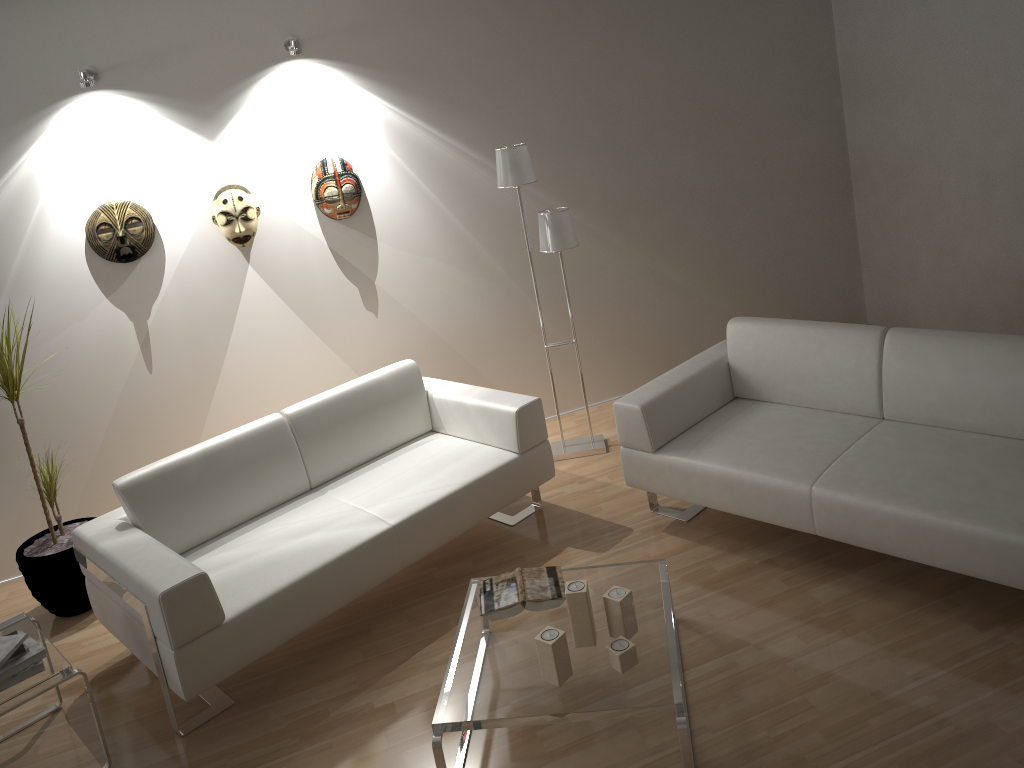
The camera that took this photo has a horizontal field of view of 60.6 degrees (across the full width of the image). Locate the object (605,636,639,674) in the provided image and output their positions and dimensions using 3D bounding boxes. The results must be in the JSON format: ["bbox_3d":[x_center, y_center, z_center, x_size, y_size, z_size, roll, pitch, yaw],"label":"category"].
[{"bbox_3d":[0.317,0.779,2.542,0.068,0.072,0.068,-19,16,-30],"label":"object"}]

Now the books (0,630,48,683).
[{"bbox_3d":[-1.666,0.901,2.776,0.227,0.026,0.297,6,24,40],"label":"books"}]

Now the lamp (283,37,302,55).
[{"bbox_3d":[-1.111,-1.719,4.451,0.081,0.105,0.195,-14,17,-15],"label":"lamp"}]

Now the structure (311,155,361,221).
[{"bbox_3d":[-0.929,-1.041,4.648,0.267,0.344,0.076,-14,11,-17],"label":"structure"}]

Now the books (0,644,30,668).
[{"bbox_3d":[-1.670,0.881,2.773,0.152,0.014,0.224,6,24,40],"label":"books"}]

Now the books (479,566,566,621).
[{"bbox_3d":[0.034,0.700,2.963,0.292,0.054,0.211,-11,17,-2],"label":"books"}]

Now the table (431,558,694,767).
[{"bbox_3d":[0.177,0.896,2.770,0.698,0.241,0.826,-8,18,8],"label":"table"}]

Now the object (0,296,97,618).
[{"bbox_3d":[-2.120,0.326,3.848,0.441,1.431,0.515,-11,11,-3],"label":"object"}]

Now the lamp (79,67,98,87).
[{"bbox_3d":[-2.023,-1.461,4.166,0.081,0.105,0.195,-14,17,-15],"label":"lamp"}]

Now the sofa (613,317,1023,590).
[{"bbox_3d":[1.374,0.220,3.399,0.932,0.716,1.793,-23,21,-39],"label":"sofa"}]

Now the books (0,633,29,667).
[{"bbox_3d":[-1.675,0.854,2.768,0.216,0.014,0.157,-9,18,3],"label":"books"}]

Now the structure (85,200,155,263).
[{"bbox_3d":[-1.936,-0.749,4.330,0.320,0.307,0.070,-15,11,-17],"label":"structure"}]

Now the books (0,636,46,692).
[{"bbox_3d":[-1.662,0.926,2.781,0.295,0.026,0.229,-23,22,-35],"label":"books"}]

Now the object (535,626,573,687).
[{"bbox_3d":[0.120,0.780,2.529,0.067,0.146,0.069,0,15,43],"label":"object"}]

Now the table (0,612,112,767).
[{"bbox_3d":[-1.691,1.118,2.882,0.478,0.388,0.553,-23,20,-40],"label":"table"}]

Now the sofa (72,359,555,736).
[{"bbox_3d":[-0.760,0.503,3.706,1.835,0.717,0.911,-25,21,-40],"label":"sofa"}]

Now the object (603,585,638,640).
[{"bbox_3d":[0.330,0.694,2.673,0.067,0.147,0.069,0,15,43],"label":"object"}]

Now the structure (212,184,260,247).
[{"bbox_3d":[-1.406,-0.854,4.473,0.245,0.319,0.132,-14,12,-16],"label":"structure"}]

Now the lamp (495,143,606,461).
[{"bbox_3d":[0.215,-0.429,4.559,0.364,1.622,0.215,-10,10,3],"label":"lamp"}]

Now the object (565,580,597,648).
[{"bbox_3d":[0.209,0.694,2.669,0.067,0.191,0.069,-9,11,9],"label":"object"}]
